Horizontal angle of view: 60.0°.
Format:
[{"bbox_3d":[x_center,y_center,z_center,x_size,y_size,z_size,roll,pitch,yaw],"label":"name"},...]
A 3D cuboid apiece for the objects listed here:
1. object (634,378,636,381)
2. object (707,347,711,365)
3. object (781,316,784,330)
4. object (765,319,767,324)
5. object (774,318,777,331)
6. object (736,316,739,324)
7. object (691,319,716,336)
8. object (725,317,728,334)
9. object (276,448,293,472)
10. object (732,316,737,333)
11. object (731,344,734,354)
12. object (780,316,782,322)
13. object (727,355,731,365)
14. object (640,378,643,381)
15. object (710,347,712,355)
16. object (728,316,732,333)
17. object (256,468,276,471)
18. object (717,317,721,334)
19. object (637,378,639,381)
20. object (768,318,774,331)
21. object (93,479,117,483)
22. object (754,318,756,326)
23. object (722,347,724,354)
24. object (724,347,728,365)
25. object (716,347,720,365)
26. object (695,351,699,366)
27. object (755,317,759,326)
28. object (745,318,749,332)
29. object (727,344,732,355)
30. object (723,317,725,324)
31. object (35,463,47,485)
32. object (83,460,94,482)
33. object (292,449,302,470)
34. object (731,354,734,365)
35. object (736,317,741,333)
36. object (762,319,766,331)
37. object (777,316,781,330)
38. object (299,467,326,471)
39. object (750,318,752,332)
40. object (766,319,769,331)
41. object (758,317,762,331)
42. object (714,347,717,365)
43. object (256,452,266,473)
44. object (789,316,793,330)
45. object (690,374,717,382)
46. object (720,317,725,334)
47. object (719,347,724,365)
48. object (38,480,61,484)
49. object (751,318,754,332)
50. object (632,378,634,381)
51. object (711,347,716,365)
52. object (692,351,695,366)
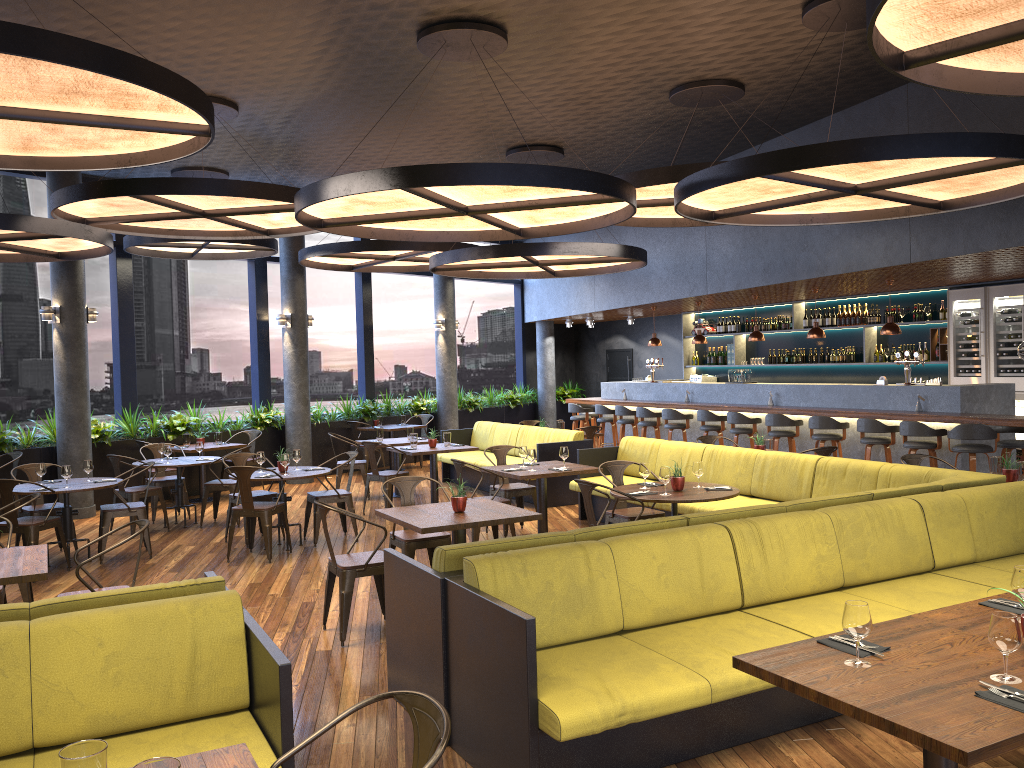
[{"bbox_3d":[2.308,-0.082,16.583,0.042,0.059,0.042,-2,2,-30],"label":"object"},{"bbox_3d":[3.737,-0.524,16.768,0.094,0.340,0.094,-2,1,-5],"label":"object"},{"bbox_3d":[4.653,-1.047,15.222,0.063,0.254,0.063,-2,1,0],"label":"object"},{"bbox_3d":[4.462,-1.032,15.585,0.068,0.217,0.068,-2,1,-23],"label":"object"},{"bbox_3d":[4.580,-1.034,15.392,0.088,0.224,0.088,-2,2,-33],"label":"object"},{"bbox_3d":[4.127,-1.084,16.190,0.085,0.310,0.086,-1,1,13],"label":"object"},{"bbox_3d":[3.665,-1.094,17.013,0.229,0.319,0.579,-2,1,-28],"label":"object"},{"bbox_3d":[3.985,-1.087,16.455,0.085,0.310,0.086,-2,1,-17],"label":"object"},{"bbox_3d":[-2.315,0.754,8.978,0.260,0.271,0.238,-1,1,11],"label":"object"},{"bbox_3d":[4.044,-1.081,16.146,0.085,0.310,0.086,-1,1,6],"label":"object"},{"bbox_3d":[4.065,-0.637,16.205,0.080,0.192,0.098,-2,1,-28],"label":"object"},{"bbox_3d":[4.636,-1.048,15.309,0.063,0.254,0.063,-2,1,-20],"label":"object"},{"bbox_3d":[4.024,-0.445,16.299,0.080,0.192,0.098,-2,1,-28],"label":"object"},{"bbox_3d":[2.433,-0.087,16.655,0.042,0.059,0.042,-2,2,-30],"label":"object"},{"bbox_3d":[3.783,-0.528,16.888,0.094,0.340,0.094,-1,1,8],"label":"object"},{"bbox_3d":[3.997,-1.082,16.238,0.085,0.310,0.086,-2,1,-9],"label":"object"},{"bbox_3d":[-2.554,0.885,9.196,0.255,0.019,0.157,0,2,41],"label":"object"},{"bbox_3d":[3.859,-1.084,16.499,0.085,0.310,0.086,-1,1,6],"label":"object"},{"bbox_3d":[2.352,-0.083,16.596,0.042,0.059,0.042,-2,2,-30],"label":"object"},{"bbox_3d":[4.482,-1.030,15.351,0.088,0.224,0.088,-2,2,-33],"label":"object"},{"bbox_3d":[-3.965,0.937,8.591,0.255,0.019,0.157,-2,2,-29],"label":"object"},{"bbox_3d":[4.342,-1.052,15.803,0.063,0.254,0.063,-1,2,35],"label":"object"},{"bbox_3d":[3.945,-0.526,16.626,0.094,0.340,0.094,-2,1,-18],"label":"object"},{"bbox_3d":[4.003,-0.525,16.534,0.094,0.340,0.094,-2,1,-5],"label":"object"},{"bbox_3d":[3.898,-0.527,16.712,0.094,0.340,0.094,-2,1,-5],"label":"object"},{"bbox_3d":[3.591,-0.499,17.229,0.079,0.281,0.079,-2,1,-24],"label":"object"},{"bbox_3d":[4.316,-1.047,15.636,0.063,0.254,0.063,-2,1,-10],"label":"object"},{"bbox_3d":[4.196,-1.049,15.843,0.063,0.254,0.063,0,2,45],"label":"object"},{"bbox_3d":[4.020,-0.638,16.295,0.080,0.192,0.098,-2,1,-28],"label":"object"},{"bbox_3d":[3.943,-1.088,16.543,0.085,0.310,0.086,-1,1,13],"label":"object"},{"bbox_3d":[-4.499,0.861,8.471,0.097,0.206,0.097,-1,1,14],"label":"object"},{"bbox_3d":[-4.132,0.847,8.648,0.097,0.206,0.097,-3,2,-38],"label":"object"},{"bbox_3d":[-2.223,0.782,9.161,0.097,0.206,0.097,-1,2,34],"label":"object"},{"bbox_3d":[4.070,-0.445,16.209,0.080,0.192,0.098,-2,1,-28],"label":"object"},{"bbox_3d":[4.102,-1.063,16.045,0.083,0.301,0.083,-2,1,-20],"label":"object"},{"bbox_3d":[4.390,-1.027,15.464,0.068,0.217,0.068,-3,2,-38],"label":"object"},{"bbox_3d":[4.569,-1.044,15.192,0.063,0.254,0.063,-1,1,20],"label":"object"},{"bbox_3d":[-2.056,0.873,9.104,0.255,0.019,0.157,-2,2,-29],"label":"object"},{"bbox_3d":[4.297,-1.053,15.882,0.063,0.254,0.063,0,2,40],"label":"object"},{"bbox_3d":[4.476,-1.030,15.500,0.068,0.217,0.068,-2,1,-8],"label":"object"},{"bbox_3d":[4.397,-1.051,15.718,0.063,0.254,0.063,-1,1,10],"label":"object"},{"bbox_3d":[3.838,-0.527,16.796,0.094,0.340,0.094,-2,1,-22],"label":"object"},{"bbox_3d":[-2.555,0.795,9.020,0.097,0.206,0.097,-1,1,14],"label":"object"},{"bbox_3d":[4.710,-1.027,14.914,0.088,0.224,0.088,-2,1,-13],"label":"object"},{"bbox_3d":[3.580,0.089,16.906,0.550,0.569,0.355,-2,1,-28],"label":"object"},{"bbox_3d":[3.900,-1.083,16.415,0.085,0.310,0.086,-2,1,0],"label":"object"},{"bbox_3d":[3.902,-0.522,16.506,0.094,0.340,0.094,-1,1,12],"label":"object"},{"bbox_3d":[-4.497,0.951,8.647,0.255,0.019,0.157,0,2,41],"label":"object"},{"bbox_3d":[4.275,-1.049,15.754,0.063,0.254,0.063,-1,2,35],"label":"object"},{"bbox_3d":[2.266,-0.080,16.562,0.042,0.059,0.042,-2,2,-30],"label":"object"},{"bbox_3d":[3.794,-0.523,16.687,0.094,0.340,0.094,-2,1,-14],"label":"object"},{"bbox_3d":[3.546,-0.499,17.308,0.079,0.281,0.079,-2,1,-9],"label":"object"}]
